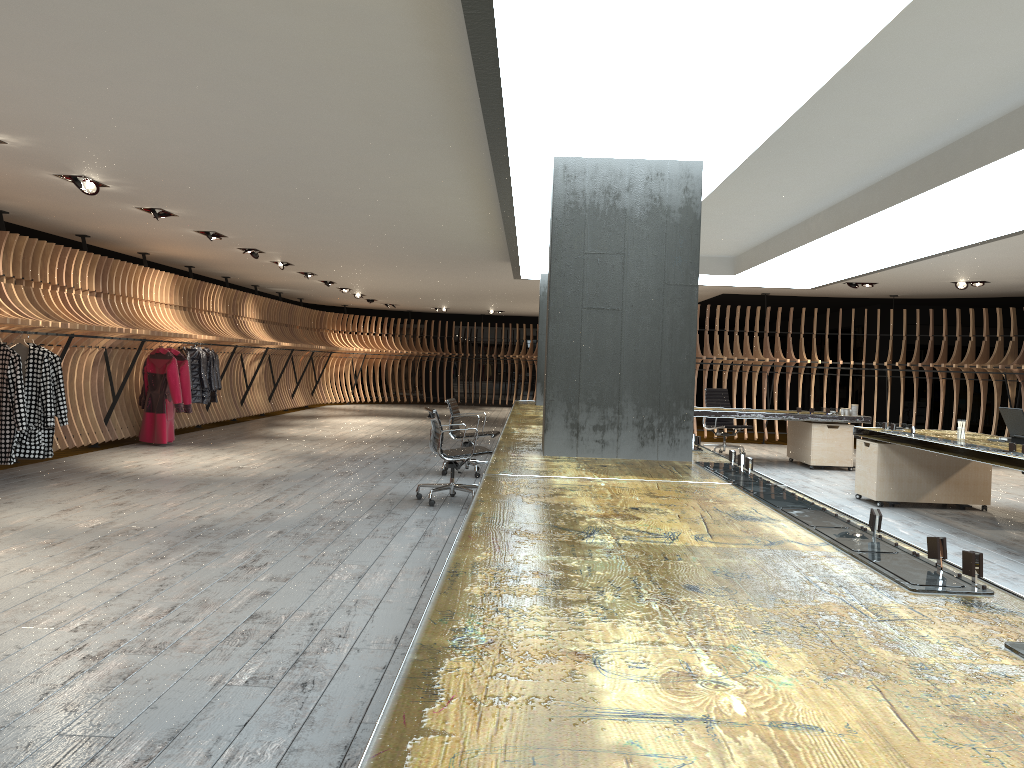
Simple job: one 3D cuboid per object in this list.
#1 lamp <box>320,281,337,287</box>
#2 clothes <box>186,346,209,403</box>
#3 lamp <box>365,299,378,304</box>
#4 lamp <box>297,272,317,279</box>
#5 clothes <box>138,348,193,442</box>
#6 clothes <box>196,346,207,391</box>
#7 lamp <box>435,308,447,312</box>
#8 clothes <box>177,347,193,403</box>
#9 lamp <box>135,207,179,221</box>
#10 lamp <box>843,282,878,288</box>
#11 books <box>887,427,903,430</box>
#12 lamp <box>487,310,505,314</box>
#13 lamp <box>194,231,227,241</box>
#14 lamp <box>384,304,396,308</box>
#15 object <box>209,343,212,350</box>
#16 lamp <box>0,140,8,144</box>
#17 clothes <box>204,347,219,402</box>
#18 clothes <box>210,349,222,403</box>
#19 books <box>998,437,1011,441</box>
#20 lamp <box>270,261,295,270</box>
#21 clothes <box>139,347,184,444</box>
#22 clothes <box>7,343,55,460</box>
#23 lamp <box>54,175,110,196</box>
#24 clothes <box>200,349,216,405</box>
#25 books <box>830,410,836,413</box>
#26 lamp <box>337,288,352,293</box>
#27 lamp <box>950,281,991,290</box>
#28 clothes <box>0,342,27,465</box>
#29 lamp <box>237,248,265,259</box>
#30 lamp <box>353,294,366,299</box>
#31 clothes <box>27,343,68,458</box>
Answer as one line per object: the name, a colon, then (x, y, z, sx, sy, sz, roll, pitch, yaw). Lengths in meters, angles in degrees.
lamp: (-3.628, -2.045, 17.457, 0.269, 0.295, 0.493, 2, 1, 1)
clothes: (-4.745, -0.137, 13.141, 0.501, 0.854, 0.245, 2, 0, -15)
lamp: (-3.530, -2.152, 22.240, 0.269, 0.283, 0.493, 2, 1, 1)
lamp: (-3.660, -2.010, 15.862, 0.269, 0.298, 0.493, 2, 1, 1)
clothes: (-4.889, 0.149, 12.479, 0.840, 1.317, 0.318, 2, 0, 9)
clothes: (-4.780, -0.141, 13.383, 0.511, 0.854, 0.227, 2, 0, 22)
lamp: (-1.999, -2.147, 24.723, 0.492, 0.292, 0.269, 2, 1, -25)
clothes: (-4.779, -0.118, 12.862, 0.166, 0.854, 0.746, 2, 1, -44)
lamp: (-3.790, -1.877, 9.484, 0.269, 0.294, 0.493, 2, 1, 1)
lamp: (5.552, -1.641, 14.122, 0.493, 0.293, 0.269, 2, 1, 8)
books: (3.952, 0.455, 9.192, 0.155, 0.025, 0.110, 2, 1, -4)
lamp: (-0.449, -2.098, 25.029, 0.493, 0.291, 0.269, 2, 1, 6)
lamp: (-3.757, -1.910, 11.079, 0.269, 0.295, 0.493, 2, 1, 1)
lamp: (-3.270, -2.179, 23.791, 0.269, 0.279, 0.492, 3, 1, 42)
object: (-4.776, -0.532, 14.040, 0.440, 0.226, 0.010, 3, 1, 41)
lamp: (-3.854, -1.815, 6.295, 0.269, 0.284, 0.493, 2, 1, 1)
clothes: (-4.782, -0.146, 13.684, 0.530, 0.856, 0.234, 2, 0, 0)
clothes: (-4.755, -0.128, 14.014, 0.682, 0.854, 0.181, 3, 1, 44)
books: (4.478, 0.493, 7.955, 0.186, 0.027, 0.112, 2, 1, -14)
lamp: (-3.693, -1.975, 14.268, 0.269, 0.302, 0.493, 2, 1, 1)
clothes: (-4.824, 0.152, 12.199, 0.840, 1.312, 0.321, 2, 0, 30)
clothes: (-4.896, 0.169, 8.735, 0.773, 1.160, 0.191, 2, 0, 2)
lamp: (-3.822, -1.845, 7.889, 0.269, 0.291, 0.493, 2, 1, 1)
clothes: (-4.769, -0.119, 13.558, 0.585, 0.854, 0.211, 2, 0, 28)
books: (4.638, 0.399, 12.901, 0.110, 0.025, 0.155, 2, 1, 6)
lamp: (-3.595, -2.080, 19.051, 0.269, 0.293, 0.493, 2, 1, 1)
lamp: (6.935, -1.576, 13.412, 0.269, 0.292, 0.493, 1, 1, -44)
clothes: (-4.889, 0.175, 8.442, 0.773, 1.160, 0.191, 2, 0, 22)
lamp: (-3.725, -1.945, 12.673, 0.269, 0.294, 0.493, 2, 1, 1)
lamp: (-3.563, -2.115, 20.646, 0.269, 0.291, 0.493, 2, 1, 1)
clothes: (-4.878, 0.164, 8.959, 0.773, 1.160, 0.191, 2, 0, -8)
